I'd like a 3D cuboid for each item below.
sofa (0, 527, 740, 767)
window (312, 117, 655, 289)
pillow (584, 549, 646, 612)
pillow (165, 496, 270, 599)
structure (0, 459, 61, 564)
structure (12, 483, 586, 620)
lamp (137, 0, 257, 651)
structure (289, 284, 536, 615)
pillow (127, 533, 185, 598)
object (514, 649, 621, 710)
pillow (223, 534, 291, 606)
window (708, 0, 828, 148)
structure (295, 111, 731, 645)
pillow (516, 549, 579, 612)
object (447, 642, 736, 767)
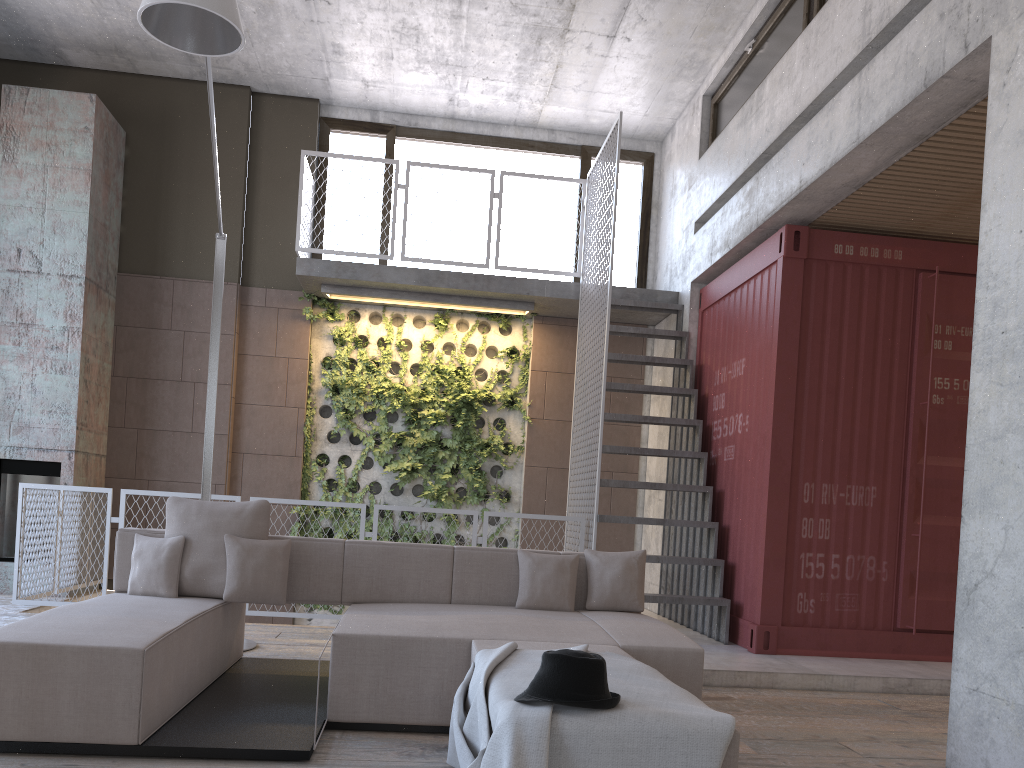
[{"bbox_3d":[-0.601,1.131,3.836,3.000,0.780,3.038,4,-8,-6],"label":"sofa"},{"bbox_3d":[-0.282,-1.759,9.363,3.569,1.745,0.110,4,0,-6],"label":"window"},{"bbox_3d":[0.596,1.130,5.068,0.362,0.365,0.188,4,-2,-1],"label":"pillow"},{"bbox_3d":[-1.627,0.892,4.787,0.564,0.555,0.222,4,-1,-4],"label":"pillow"},{"bbox_3d":[-4.373,1.158,7.960,0.576,0.924,0.056,4,0,-6],"label":"structure"},{"bbox_3d":[-1.723,1.528,7.929,4.432,0.929,1.943,4,-7,-6],"label":"structure"},{"bbox_3d":[-1.687,-0.083,4.938,0.758,3.408,2.636,4,-3,-18],"label":"lamp"},{"bbox_3d":[-0.961,0.750,9.044,2.630,3.806,1.006,4,0,-6],"label":"structure"},{"bbox_3d":[-1.923,0.993,4.724,0.368,0.375,0.152,2,-2,27],"label":"pillow"},{"bbox_3d":[0.164,0.861,2.566,0.303,0.168,0.300,6,-7,-18],"label":"object"},{"bbox_3d":[-1.365,1.000,4.712,0.379,0.371,0.169,6,-2,-33],"label":"pillow"},{"bbox_3d":[2.291,-2.957,3.982,0.113,0.602,8.513,4,-8,-6],"label":"window"},{"bbox_3d":[-0.219,0.072,7.994,3.688,4.297,3.050,4,-3,-6],"label":"structure"},{"bbox_3d":[0.205,1.133,5.005,0.371,0.357,0.187,4,-2,-7],"label":"pillow"},{"bbox_3d":[0.144,1.152,2.738,1.042,0.499,1.615,2,-8,12],"label":"object"}]
